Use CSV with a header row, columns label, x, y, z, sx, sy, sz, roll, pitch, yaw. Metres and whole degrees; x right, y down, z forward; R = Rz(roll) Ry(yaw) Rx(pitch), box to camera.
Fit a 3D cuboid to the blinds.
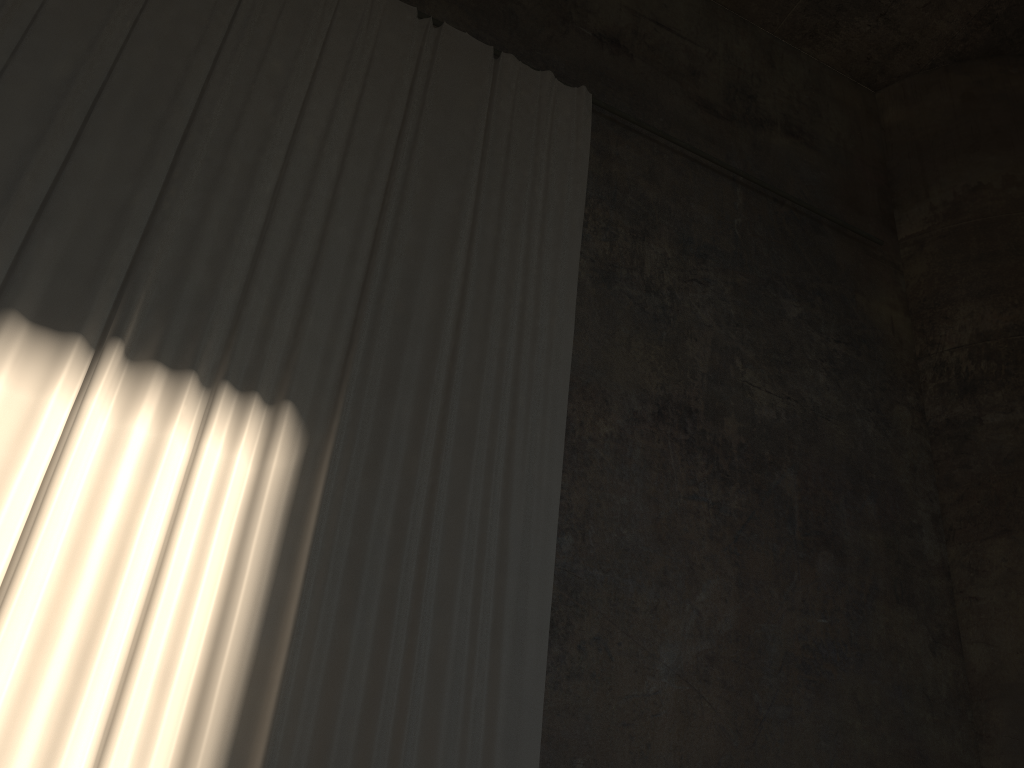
label,x,y,z,sx,sy,sz,roll,pitch,yaw
blinds,-3.161,-0.465,4.797,7.919,8.144,0.288,19,-33,-18
